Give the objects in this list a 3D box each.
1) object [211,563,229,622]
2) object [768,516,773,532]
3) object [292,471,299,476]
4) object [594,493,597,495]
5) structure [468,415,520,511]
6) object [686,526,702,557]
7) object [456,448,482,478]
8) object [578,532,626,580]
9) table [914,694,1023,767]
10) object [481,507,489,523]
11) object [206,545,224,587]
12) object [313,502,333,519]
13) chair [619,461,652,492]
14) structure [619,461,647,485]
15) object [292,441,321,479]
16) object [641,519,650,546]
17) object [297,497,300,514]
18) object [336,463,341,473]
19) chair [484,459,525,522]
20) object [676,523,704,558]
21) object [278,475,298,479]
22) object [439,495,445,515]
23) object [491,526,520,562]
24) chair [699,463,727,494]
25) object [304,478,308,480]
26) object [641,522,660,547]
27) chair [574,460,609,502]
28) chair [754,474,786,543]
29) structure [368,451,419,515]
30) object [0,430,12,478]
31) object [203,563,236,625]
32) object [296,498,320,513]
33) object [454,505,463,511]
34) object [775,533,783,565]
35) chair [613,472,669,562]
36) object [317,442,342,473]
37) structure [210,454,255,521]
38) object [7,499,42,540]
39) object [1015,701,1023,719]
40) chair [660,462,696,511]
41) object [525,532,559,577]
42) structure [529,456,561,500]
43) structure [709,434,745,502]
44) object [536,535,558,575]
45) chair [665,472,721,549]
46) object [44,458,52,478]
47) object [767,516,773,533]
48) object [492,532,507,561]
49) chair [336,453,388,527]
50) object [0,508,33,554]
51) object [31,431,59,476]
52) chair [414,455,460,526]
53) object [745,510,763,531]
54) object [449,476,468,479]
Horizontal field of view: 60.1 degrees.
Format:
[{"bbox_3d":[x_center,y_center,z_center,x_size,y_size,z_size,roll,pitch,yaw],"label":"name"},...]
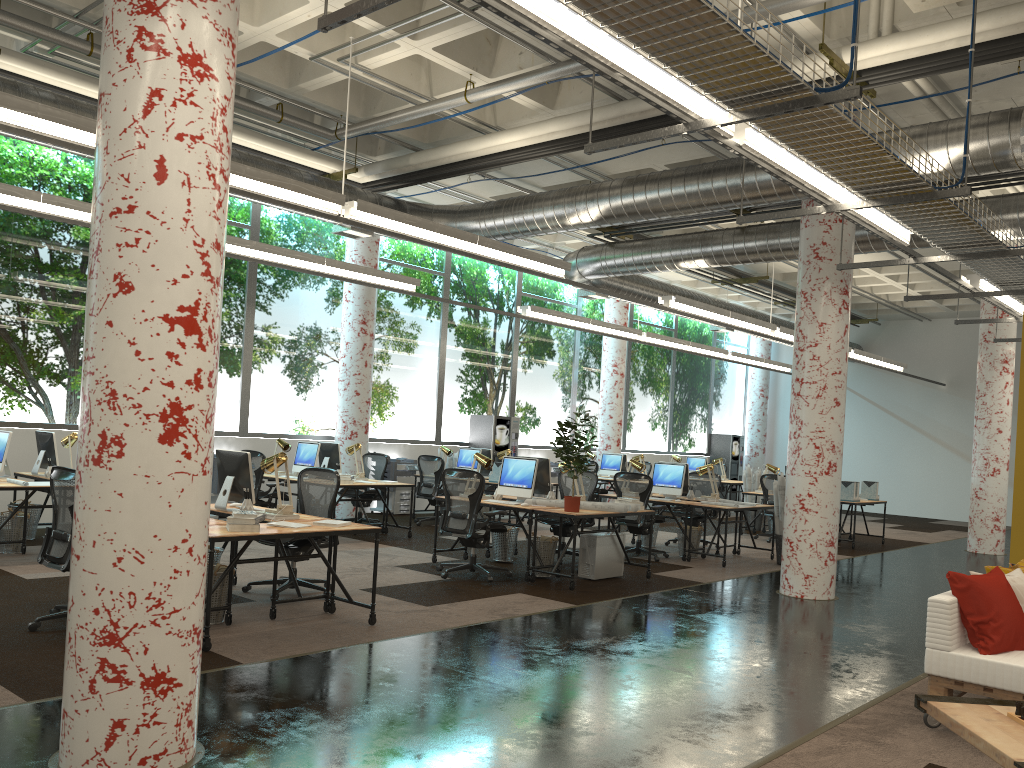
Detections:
[{"bbox_3d":[-2.125,1.511,6.431,0.235,0.403,0.120,2,-1,42],"label":"object"},{"bbox_3d":[4.574,2.415,15.436,0.235,0.403,0.120,2,-1,42],"label":"object"},{"bbox_3d":[-2.972,1.167,12.191,0.101,0.209,0.101,3,-1,-3],"label":"object"},{"bbox_3d":[1.725,2.396,17.952,0.235,0.403,0.120,2,-1,42],"label":"object"},{"bbox_3d":[-0.361,1.517,16.950,0.637,1.810,0.751,3,-1,42],"label":"structure"},{"bbox_3d":[2.375,2.073,11.686,0.235,0.403,0.120,2,-1,42],"label":"object"},{"bbox_3d":[-0.930,1.639,14.462,1.076,1.208,0.191,2,-1,42],"label":"object"},{"bbox_3d":[0.963,1.819,9.432,0.221,0.454,0.542,3,-2,42],"label":"object"},{"bbox_3d":[1.494,1.311,2.349,0.626,0.759,0.617,3,-1,2],"label":"table"},{"bbox_3d":[-0.404,2.053,14.132,0.235,0.403,0.120,2,-1,42],"label":"object"},{"bbox_3d":[-2.572,1.522,7.318,0.358,0.435,0.354,2,-2,38],"label":"object"},{"bbox_3d":[-2.522,1.779,11.733,0.358,0.435,0.354,2,-2,38],"label":"object"},{"bbox_3d":[2.526,2.124,18.280,0.769,1.085,0.794,3,-1,25],"label":"chair"},{"bbox_3d":[2.780,2.282,20.543,0.502,1.057,1.060,3,-2,42],"label":"structure"},{"bbox_3d":[-2.751,1.026,11.923,0.483,0.485,0.190,2,-2,41],"label":"object"},{"bbox_3d":[1.872,2.092,12.517,0.235,0.403,0.120,2,-1,42],"label":"object"},{"bbox_3d":[-2.970,1.818,12.620,0.235,0.403,0.120,2,-1,42],"label":"object"},{"bbox_3d":[-2.393,1.202,12.223,0.101,0.209,0.101,3,-1,-3],"label":"object"},{"bbox_3d":[-0.106,1.800,15.291,0.769,1.085,0.794,3,-1,25],"label":"chair"},{"bbox_3d":[2.320,2.053,11.631,0.358,0.435,0.354,2,-2,38],"label":"object"},{"bbox_3d":[-2.931,1.240,11.772,0.438,0.017,0.119,0,-4,41],"label":"object"},{"bbox_3d":[-1.117,2.108,15.526,0.353,0.398,0.353,4,-2,-29],"label":"object"},{"bbox_3d":[-0.088,1.809,10.179,0.358,0.435,0.354,2,-2,38],"label":"object"},{"bbox_3d":[4.671,2.388,20.716,0.769,1.085,0.794,3,-1,25],"label":"chair"},{"bbox_3d":[-2.689,1.235,11.550,0.059,0.029,0.106,1,-4,42],"label":"object"},{"bbox_3d":[1.929,2.084,12.573,0.358,0.435,0.354,2,-2,38],"label":"object"},{"bbox_3d":[1.466,1.977,16.796,0.769,1.085,0.794,3,-1,25],"label":"chair"},{"bbox_3d":[4.315,1.997,14.280,0.769,1.085,0.794,3,-1,25],"label":"chair"},{"bbox_3d":[-1.997,1.694,15.118,0.502,1.057,1.060,3,-2,42],"label":"structure"},{"bbox_3d":[-5.250,0.718,9.085,0.483,0.485,0.190,2,-2,41],"label":"object"},{"bbox_3d":[-2.181,1.491,6.375,0.358,0.435,0.354,2,-2,38],"label":"object"},{"bbox_3d":[-2.914,1.811,12.676,0.358,0.435,0.354,2,-2,38],"label":"object"},{"bbox_3d":[-0.907,2.072,14.963,0.235,0.403,0.120,2,-1,42],"label":"object"},{"bbox_3d":[3.565,2.142,11.411,0.353,0.398,0.353,3,-2,-3],"label":"object"},{"bbox_3d":[1.613,1.673,11.361,0.769,1.085,0.794,3,-1,25],"label":"chair"},{"bbox_3d":[-2.598,1.067,12.492,0.483,0.485,0.190,2,-2,41],"label":"object"},{"bbox_3d":[-4.134,1.431,12.688,0.502,1.057,1.060,3,-2,42],"label":"structure"},{"bbox_3d":[-5.413,1.503,9.838,0.358,0.435,0.354,2,-2,38],"label":"object"},{"bbox_3d":[1.428,0.892,2.357,0.056,0.053,0.250,3,-3,2],"label":"object"},{"bbox_3d":[3.611,2.241,19.232,0.769,1.085,0.794,3,-1,25],"label":"chair"},{"bbox_3d":[0.303,1.777,9.237,0.358,0.435,0.354,2,-2,38],"label":"object"},{"bbox_3d":[0.635,2.018,18.107,0.502,1.057,1.060,3,-2,42],"label":"structure"},{"bbox_3d":[5.802,2.276,23.950,0.637,1.810,0.751,3,-1,42],"label":"structure"},{"bbox_3d":[0.358,1.797,9.293,0.235,0.403,0.120,2,-1,42],"label":"object"},{"bbox_3d":[2.673,1.819,12.845,0.769,1.085,0.794,3,-1,25],"label":"chair"},{"bbox_3d":[-4.892,0.894,9.385,0.101,0.209,0.101,3,-1,-3],"label":"object"},{"bbox_3d":[4.631,2.408,15.492,0.358,0.435,0.354,2,-2,38],"label":"object"},{"bbox_3d":[-0.145,1.816,10.123,0.235,0.403,0.120,2,-1,42],"label":"object"},{"bbox_3d":[-2.169,1.546,12.948,0.769,1.085,0.794,3,-1,25],"label":"chair"},{"bbox_3d":[-5.021,1.472,8.895,0.358,0.435,0.354,2,-2,38],"label":"object"},{"bbox_3d":[-5.097,0.760,9.654,0.483,0.485,0.190,2,-2,41],"label":"object"},{"bbox_3d":[-1.166,1.653,13.807,0.769,1.085,0.794,3,-1,25],"label":"chair"},{"bbox_3d":[4.364,2.452,15.999,0.353,0.398,0.353,3,-2,-3],"label":"object"},{"bbox_3d":[-0.868,1.494,14.115,0.438,0.017,0.119,0,-4,41],"label":"object"}]
